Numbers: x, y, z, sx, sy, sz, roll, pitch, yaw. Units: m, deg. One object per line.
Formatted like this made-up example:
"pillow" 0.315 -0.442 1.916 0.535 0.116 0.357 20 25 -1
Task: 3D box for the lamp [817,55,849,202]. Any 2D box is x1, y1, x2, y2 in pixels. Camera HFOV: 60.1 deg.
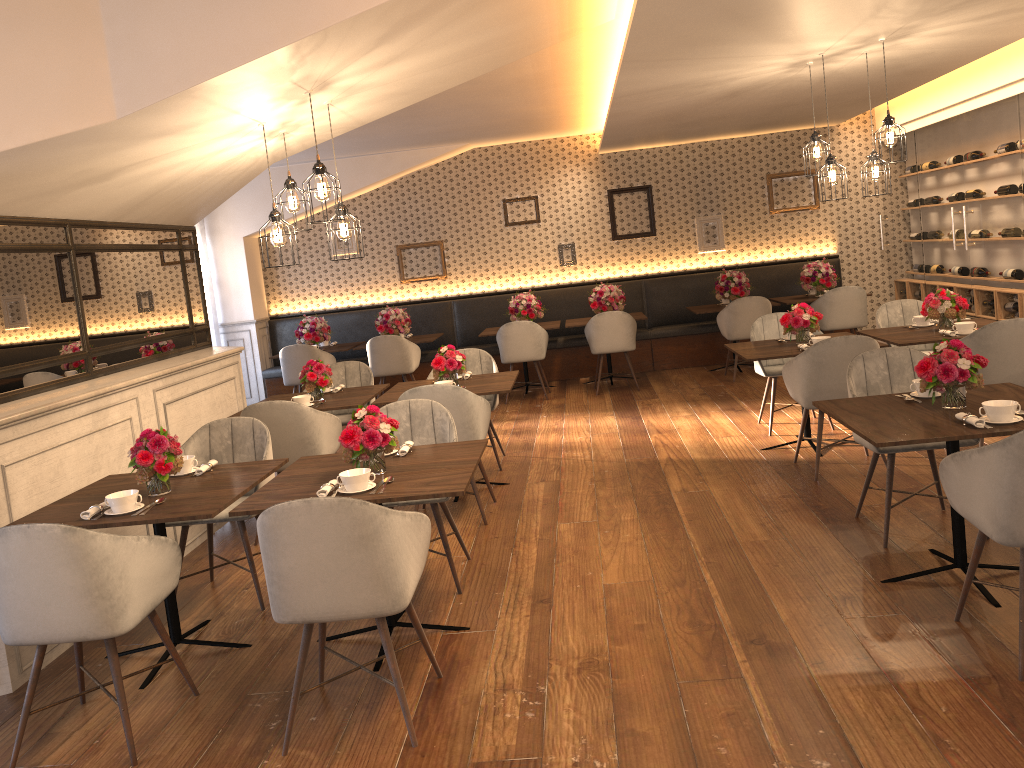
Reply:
"lamp" 2.062 -2.262 5.893 0.175 2.060 0.176 -6 5 6

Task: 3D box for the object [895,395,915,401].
"object" 1.762 0.061 3.980 0.043 0.015 0.198 -6 8 1

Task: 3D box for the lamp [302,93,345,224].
"lamp" -1.053 -1.837 4.381 0.175 2.060 0.176 -6 5 6

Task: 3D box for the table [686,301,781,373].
"table" 2.499 -0.526 9.981 0.896 0.717 0.902 -6 7 5

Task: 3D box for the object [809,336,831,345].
"object" 2.041 -0.271 5.842 0.148 0.072 0.149 -9 8 -18

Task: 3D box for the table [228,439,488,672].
"table" -0.549 0.725 3.764 0.896 0.717 0.902 -6 7 5

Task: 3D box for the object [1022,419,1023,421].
"object" 1.948 0.131 3.403 0.022 0.004 0.212 -6 8 5

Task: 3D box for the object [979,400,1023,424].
"object" 1.865 0.108 3.380 0.148 0.072 0.149 -9 8 -18

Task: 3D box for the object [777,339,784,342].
"object" 1.938 -0.318 6.442 0.043 0.015 0.198 -6 8 1

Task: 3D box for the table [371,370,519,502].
"table" -0.384 0.369 6.072 0.896 0.717 0.902 -6 7 5

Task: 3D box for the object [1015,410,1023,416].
"object" 1.981 0.123 3.393 0.043 0.015 0.198 -6 8 1

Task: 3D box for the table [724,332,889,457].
"table" 2.039 0.082 6.175 0.896 0.717 0.902 -6 7 5

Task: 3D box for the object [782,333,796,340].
"object" 2.048 -0.361 6.449 0.148 0.072 0.149 -9 8 -18

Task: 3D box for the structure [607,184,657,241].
"structure" 1.467 -2.093 10.841 0.543 0.629 0.035 -6 5 5

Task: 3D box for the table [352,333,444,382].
"table" -1.259 -0.149 10.287 0.896 0.717 0.902 -6 7 5

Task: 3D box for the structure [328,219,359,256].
"structure" -2.118 -1.841 11.116 0.340 0.438 0.035 -6 5 5

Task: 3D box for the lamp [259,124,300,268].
"lamp" -1.339 -1.645 4.625 0.175 2.060 0.176 -6 5 6

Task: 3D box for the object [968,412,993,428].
"object" 1.789 0.138 3.398 0.025 0.024 0.194 -6 8 5

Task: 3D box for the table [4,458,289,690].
"table" -1.500 0.820 3.842 0.896 0.717 0.902 -6 7 5

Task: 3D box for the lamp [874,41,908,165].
"lamp" 2.348 -2.455 5.649 0.175 2.060 0.176 -6 5 6

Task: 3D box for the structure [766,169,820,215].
"structure" 3.391 -2.318 10.674 0.601 0.483 0.032 -6 5 5

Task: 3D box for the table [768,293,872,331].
"table" 3.450 -0.622 9.903 0.896 0.717 0.902 -6 7 5

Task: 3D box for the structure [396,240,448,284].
"structure" -1.130 -1.525 11.075 0.601 0.483 0.032 -6 5 5

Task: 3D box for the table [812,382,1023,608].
"table" 1.864 0.461 3.714 0.896 0.717 0.902 -6 7 5

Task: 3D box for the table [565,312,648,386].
"table" 1.095 -0.385 10.095 0.896 0.717 0.902 -6 7 5

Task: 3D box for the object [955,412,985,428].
"object" 1.754 0.136 3.391 0.056 0.039 0.177 -6 8 5

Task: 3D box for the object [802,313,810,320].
"object" 2.008 -0.459 6.088 0.046 0.052 0.077 -11 8 -33

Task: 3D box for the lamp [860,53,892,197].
"lamp" 2.393 -2.314 5.992 0.175 2.060 0.176 -6 5 6

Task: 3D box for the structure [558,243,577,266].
"structure" 0.685 -1.596 10.946 0.216 0.276 0.018 -6 5 5

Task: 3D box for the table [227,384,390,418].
"table" -1.335 0.464 6.150 0.896 0.717 0.902 -6 7 5

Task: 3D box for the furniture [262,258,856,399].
"furniture" 0.471 -0.595 10.765 7.084 1.076 0.544 -6 6 5

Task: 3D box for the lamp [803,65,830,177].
"lamp" 2.064 -2.503 6.202 0.175 2.060 0.176 -6 5 6

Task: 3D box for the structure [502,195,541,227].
"structure" 0.118 -2.134 10.937 0.448 0.343 0.016 -6 5 5

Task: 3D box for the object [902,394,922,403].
"object" 1.797 0.065 3.971 0.022 0.004 0.212 -6 8 5

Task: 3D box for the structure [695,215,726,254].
"structure" 2.418 -1.827 10.791 0.340 0.438 0.035 -6 5 5

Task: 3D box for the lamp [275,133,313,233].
"lamp" -1.337 -1.886 4.934 0.175 2.060 0.176 -6 5 6

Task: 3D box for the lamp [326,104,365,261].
"lamp" -1.008 -1.697 4.724 0.175 2.060 0.176 -6 5 6

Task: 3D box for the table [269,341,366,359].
"table" -2.210 -0.053 10.365 0.896 0.717 0.902 -6 7 5

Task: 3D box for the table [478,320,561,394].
"table" 0.144 -0.290 10.173 0.896 0.717 0.902 -6 7 5

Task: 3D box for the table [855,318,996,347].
"table" 2.990 -0.014 6.097 0.896 0.717 0.902 -6 7 5

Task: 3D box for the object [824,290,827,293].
"object" 3.589 -1.058 10.154 0.056 0.039 0.177 -6 8 5

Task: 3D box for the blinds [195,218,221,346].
"blinds" -3.634 -0.920 10.480 0.134 2.685 0.622 -6 5 5

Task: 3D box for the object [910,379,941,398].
"object" 1.872 0.019 3.988 0.148 0.072 0.149 -9 8 -18
